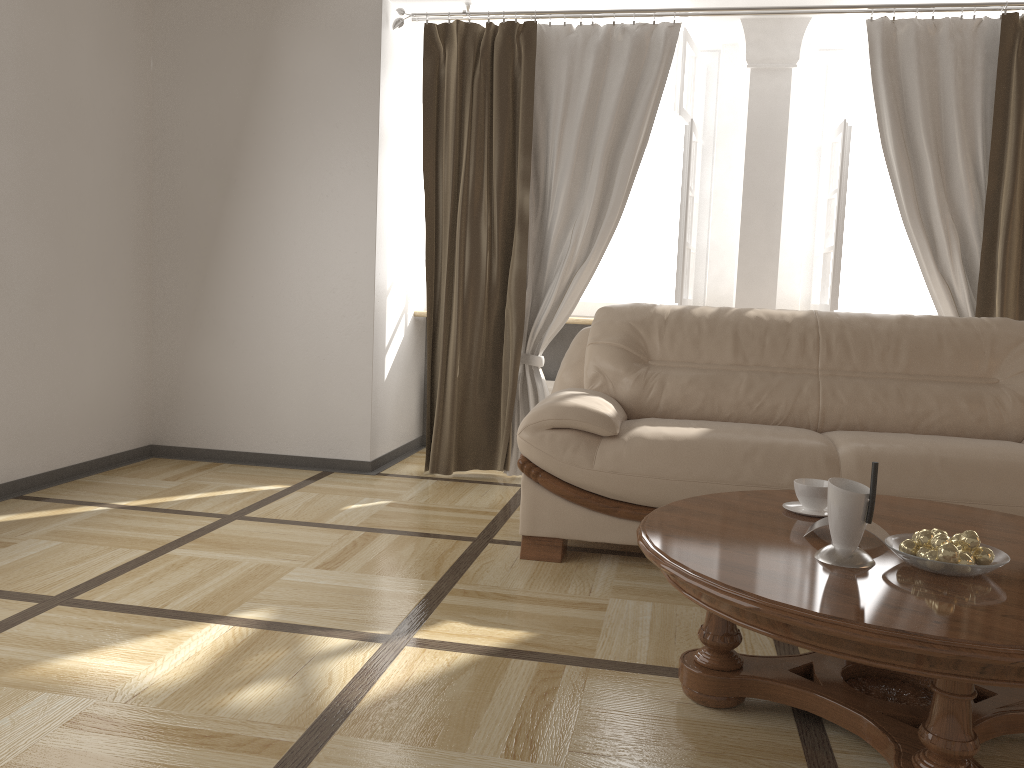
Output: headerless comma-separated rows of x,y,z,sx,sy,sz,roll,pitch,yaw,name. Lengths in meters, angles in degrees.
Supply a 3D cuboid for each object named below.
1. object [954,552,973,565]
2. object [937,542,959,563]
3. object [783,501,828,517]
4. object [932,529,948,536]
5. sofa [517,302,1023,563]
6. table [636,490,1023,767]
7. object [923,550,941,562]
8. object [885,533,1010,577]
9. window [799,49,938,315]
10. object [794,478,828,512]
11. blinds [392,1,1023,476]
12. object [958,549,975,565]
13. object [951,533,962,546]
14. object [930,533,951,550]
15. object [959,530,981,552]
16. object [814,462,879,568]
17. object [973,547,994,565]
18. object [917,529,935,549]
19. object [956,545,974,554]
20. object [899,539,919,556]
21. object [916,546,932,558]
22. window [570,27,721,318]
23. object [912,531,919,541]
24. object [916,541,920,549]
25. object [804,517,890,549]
0.867,0.345,1.712,0.041,0.041,0.038,2,6,-5,object
0.836,0.325,1.700,0.038,0.042,0.038,4,6,19,object
0.758,0.317,2.228,0.150,0.010,0.150,2,6,-4,object
0.897,0.324,1.861,0.038,0.040,0.040,1,6,-10,object
1.142,0.175,3.310,2.135,0.900,1.051,3,6,11,sofa
0.855,0.550,1.955,1.169,0.392,1.167,3,6,6,table
0.827,0.343,1.733,0.041,0.039,0.039,1,6,-12,object
0.872,0.350,1.785,0.227,0.039,0.227,6,7,35,object
2.422,-0.986,4.415,1.759,1.500,0.784,3,6,10,window
0.763,0.283,2.227,0.114,0.071,0.105,-1,6,-29,object
2.210,-0.545,3.896,5.765,2.294,0.285,3,6,11,blinds
0.900,0.350,1.769,0.039,0.039,0.040,2,6,0,object
0.929,0.329,1.838,0.041,0.039,0.039,-1,6,-30,object
0.846,0.315,1.750,0.037,0.041,0.040,6,7,34,object
0.918,0.315,1.778,0.038,0.044,0.038,4,6,17,object
0.685,0.254,1.805,0.119,0.210,0.119,1,6,-12,object
0.942,0.345,1.771,0.039,0.039,0.040,5,6,21,object
0.840,0.314,1.794,0.040,0.039,0.038,2,6,-5,object
0.918,0.347,1.806,0.040,0.038,0.039,6,7,35,object
0.807,0.336,1.805,0.037,0.040,0.041,5,6,23,object
0.828,0.346,1.770,0.038,0.040,0.039,2,6,1,object
0.276,-1.112,4.804,1.600,1.500,0.781,3,6,11,window
0.858,0.327,1.856,0.039,0.038,0.041,-2,7,-35,object
0.841,0.341,1.823,0.040,0.040,0.038,-1,6,-29,object
0.755,0.279,1.980,0.178,0.133,0.104,5,6,25,object
